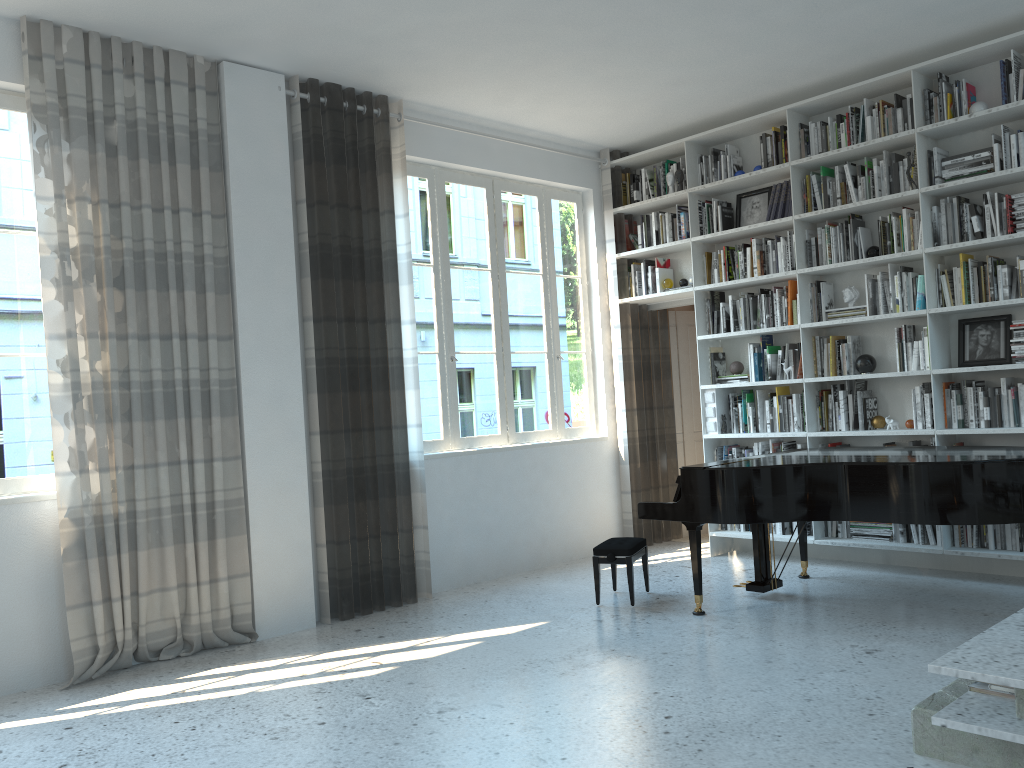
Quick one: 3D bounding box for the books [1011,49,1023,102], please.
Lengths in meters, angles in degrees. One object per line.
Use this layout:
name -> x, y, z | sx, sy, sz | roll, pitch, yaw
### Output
books -> 2.941, -1.754, 5.142 | 0.186, 0.331, 0.010 | -3, -1, -43

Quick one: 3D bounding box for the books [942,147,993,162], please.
books -> 2.780, -1.375, 5.366 | 0.159, 0.024, 0.285 | -2, -2, -43

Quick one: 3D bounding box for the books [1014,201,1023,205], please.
books -> 3.045, -1.049, 5.082 | 0.161, 0.012, 0.254 | -2, -2, -38

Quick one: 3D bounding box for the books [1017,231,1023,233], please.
books -> 3.057, -0.880, 5.081 | 0.254, 0.012, 0.161 | -5, -2, 43

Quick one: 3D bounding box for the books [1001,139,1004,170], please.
books -> 2.926, -1.329, 5.228 | 0.128, 0.223, 0.024 | -3, -1, -43

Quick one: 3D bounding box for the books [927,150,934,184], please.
books -> 2.633, -1.320, 5.524 | 0.161, 0.254, 0.012 | -3, -1, -43

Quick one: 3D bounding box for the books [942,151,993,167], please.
books -> 2.778, -1.351, 5.362 | 0.159, 0.024, 0.285 | -2, -2, -41

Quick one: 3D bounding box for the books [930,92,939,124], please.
books -> 2.641, -1.676, 5.496 | 0.157, 0.228, 0.023 | -3, -1, -43

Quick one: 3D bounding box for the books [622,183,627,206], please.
books -> 0.961, -1.528, 7.270 | 0.188, 0.219, 0.014 | -3, -1, -43

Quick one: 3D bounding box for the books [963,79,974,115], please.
books -> 2.760, -1.701, 5.352 | 0.143, 0.256, 0.011 | -3, -1, -43

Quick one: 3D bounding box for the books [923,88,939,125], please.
books -> 2.610, -1.686, 5.501 | 0.185, 0.253, 0.026 | -3, -1, -43

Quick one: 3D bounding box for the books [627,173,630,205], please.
books -> 1.002, -1.565, 7.227 | 0.175, 0.286, 0.014 | -3, -1, -43

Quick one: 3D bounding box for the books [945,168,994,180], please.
books -> 2.780, -1.260, 5.360 | 0.254, 0.012, 0.161 | -5, -2, 44

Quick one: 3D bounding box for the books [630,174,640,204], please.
books -> 1.030, -1.559, 7.194 | 0.177, 0.269, 0.025 | -3, -1, -43

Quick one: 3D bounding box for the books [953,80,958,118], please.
books -> 2.726, -1.702, 5.395 | 0.147, 0.264, 0.013 | -3, -1, -43

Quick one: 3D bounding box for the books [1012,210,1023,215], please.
books -> 3.050, -1.001, 5.084 | 0.159, 0.012, 0.285 | -2, -2, -40

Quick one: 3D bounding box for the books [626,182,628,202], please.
books -> 0.998, -1.532, 7.247 | 0.150, 0.223, 0.023 | -3, -1, -43

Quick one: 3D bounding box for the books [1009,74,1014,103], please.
books -> 2.947, -1.692, 5.171 | 0.146, 0.208, 0.031 | -3, -1, -43

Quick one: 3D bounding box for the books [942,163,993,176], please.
books -> 2.781, -1.284, 5.362 | 0.159, 0.012, 0.285 | -2, -2, -45

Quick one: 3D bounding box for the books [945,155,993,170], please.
books -> 2.776, -1.326, 5.359 | 0.254, 0.025, 0.161 | -5, -2, 43

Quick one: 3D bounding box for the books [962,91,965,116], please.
books -> 2.761, -1.666, 5.364 | 0.152, 0.186, 0.010 | -3, -1, -43

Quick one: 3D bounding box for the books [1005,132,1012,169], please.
books -> 2.930, -1.338, 5.186 | 0.171, 0.237, 0.021 | -3, -1, -43

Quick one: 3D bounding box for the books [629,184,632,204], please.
books -> 1.020, -1.520, 7.215 | 0.167, 0.195, 0.024 | -3, -1, -43

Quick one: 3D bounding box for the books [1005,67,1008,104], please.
books -> 2.922, -1.720, 5.192 | 0.129, 0.267, 0.011 | -3, -1, -43

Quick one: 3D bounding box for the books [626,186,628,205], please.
books -> 0.989, -1.534, 7.271 | 0.129, 0.228, 0.024 | -3, -1, -43

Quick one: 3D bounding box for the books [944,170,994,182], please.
books -> 2.778, -1.248, 5.357 | 0.161, 0.012, 0.254 | -2, -2, -38

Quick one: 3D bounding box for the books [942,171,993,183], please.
books -> 2.782, -1.236, 5.360 | 0.159, 0.012, 0.285 | -2, -2, -40

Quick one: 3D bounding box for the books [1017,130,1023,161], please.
books -> 2.974, -1.344, 5.154 | 0.131, 0.244, 0.012 | -3, -1, -43

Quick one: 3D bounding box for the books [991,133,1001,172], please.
books -> 2.878, -1.341, 5.243 | 0.161, 0.254, 0.012 | -3, -1, -43

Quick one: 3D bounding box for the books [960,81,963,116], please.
books -> 2.758, -1.697, 5.379 | 0.148, 0.249, 0.013 | -3, -1, -43

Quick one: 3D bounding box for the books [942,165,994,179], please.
books -> 2.780, -1.272, 5.360 | 0.285, 0.012, 0.159 | -5, -2, 44

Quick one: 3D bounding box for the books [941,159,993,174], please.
books -> 2.775, -1.302, 5.356 | 0.159, 0.024, 0.285 | -2, -2, -38

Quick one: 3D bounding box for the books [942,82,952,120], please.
books -> 2.679, -1.698, 5.426 | 0.163, 0.265, 0.011 | -3, -1, -43

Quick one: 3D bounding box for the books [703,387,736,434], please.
books -> 1.574, 0.201, 6.668 | 0.307, 0.340, 0.106 | -3, -1, -43

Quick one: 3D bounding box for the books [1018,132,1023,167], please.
books -> 2.982, -1.333, 5.132 | 0.183, 0.219, 0.028 | -3, -1, -43

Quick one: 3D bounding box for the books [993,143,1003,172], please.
books -> 2.889, -1.309, 5.226 | 0.193, 0.187, 0.025 | -2, -1, -43

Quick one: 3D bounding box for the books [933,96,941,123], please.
books -> 2.650, -1.660, 5.470 | 0.166, 0.194, 0.026 | -3, -1, -43

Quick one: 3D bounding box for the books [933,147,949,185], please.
books -> 2.652, -1.320, 5.464 | 0.191, 0.249, 0.021 | -3, -1, -43

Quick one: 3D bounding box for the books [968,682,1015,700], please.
books -> 1.651, 0.995, 2.929 | 0.230, 0.017, 0.184 | -2, -2, -41

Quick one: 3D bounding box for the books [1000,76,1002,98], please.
books -> 2.906, -1.707, 5.211 | 0.151, 0.245, 0.012 | -3, -1, -43

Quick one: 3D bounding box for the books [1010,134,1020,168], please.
books -> 2.953, -1.329, 5.159 | 0.190, 0.216, 0.027 | -3, -1, -43

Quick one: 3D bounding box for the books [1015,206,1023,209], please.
books -> 3.051, -1.025, 5.086 | 0.161, 0.012, 0.254 | -2, -2, -41

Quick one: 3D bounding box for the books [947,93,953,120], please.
books -> 2.702, -1.665, 5.422 | 0.172, 0.195, 0.023 | -3, -1, -43

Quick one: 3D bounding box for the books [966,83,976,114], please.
books -> 2.781, -1.691, 5.360 | 0.137, 0.235, 0.004 | -3, -1, -43

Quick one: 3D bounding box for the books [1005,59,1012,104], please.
books -> 2.922, -1.734, 5.179 | 0.157, 0.296, 0.011 | -3, -1, -43

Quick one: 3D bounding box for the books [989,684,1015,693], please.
books -> 1.671, 0.978, 2.907 | 0.205, 0.014, 0.132 | -2, -2, -43

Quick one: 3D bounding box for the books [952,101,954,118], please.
books -> 2.725, -1.685, 5.425 | 0.136, 0.233, 0.006 | -3, -1, -43

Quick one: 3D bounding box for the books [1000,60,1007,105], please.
books -> 2.900, -1.731, 5.190 | 0.176, 0.292, 0.014 | -3, -1, -43

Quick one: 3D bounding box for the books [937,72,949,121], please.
books -> 2.668, -1.735, 5.465 | 0.145, 0.341, 0.014 | -3, -1, -43

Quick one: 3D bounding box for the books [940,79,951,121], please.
books -> 2.674, -1.713, 5.452 | 0.153, 0.296, 0.010 | -3, -1, -43

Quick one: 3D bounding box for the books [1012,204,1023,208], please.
books -> 3.052, -1.038, 5.088 | 0.159, 0.012, 0.285 | -2, -2, -44

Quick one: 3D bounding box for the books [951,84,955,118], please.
books -> 2.722, -1.693, 5.409 | 0.139, 0.248, 0.014 | -3, -1, -43

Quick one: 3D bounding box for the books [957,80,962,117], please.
books -> 2.738, -1.698, 5.372 | 0.168, 0.255, 0.005 | -3, -1, -43

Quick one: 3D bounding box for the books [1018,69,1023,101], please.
books -> 2.969, -1.696, 5.123 | 0.172, 0.211, 0.050 | -3, -1, -43

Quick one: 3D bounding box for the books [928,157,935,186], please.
books -> 2.634, -1.294, 5.496 | 0.167, 0.201, 0.027 | -3, -1, -43

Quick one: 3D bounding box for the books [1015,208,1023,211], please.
books -> 3.050, -1.013, 5.085 | 0.254, 0.012, 0.161 | -5, -2, 44

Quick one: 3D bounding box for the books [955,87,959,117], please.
books -> 2.734, -1.680, 5.381 | 0.144, 0.219, 0.016 | -3, -1, -43

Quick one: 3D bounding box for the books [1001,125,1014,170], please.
books -> 2.906, -1.359, 5.188 | 0.190, 0.284, 0.011 | -3, -1, -43

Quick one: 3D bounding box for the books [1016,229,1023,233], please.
books -> 3.058, -0.892, 5.083 | 0.161, 0.012, 0.254 | -2, -2, -40
